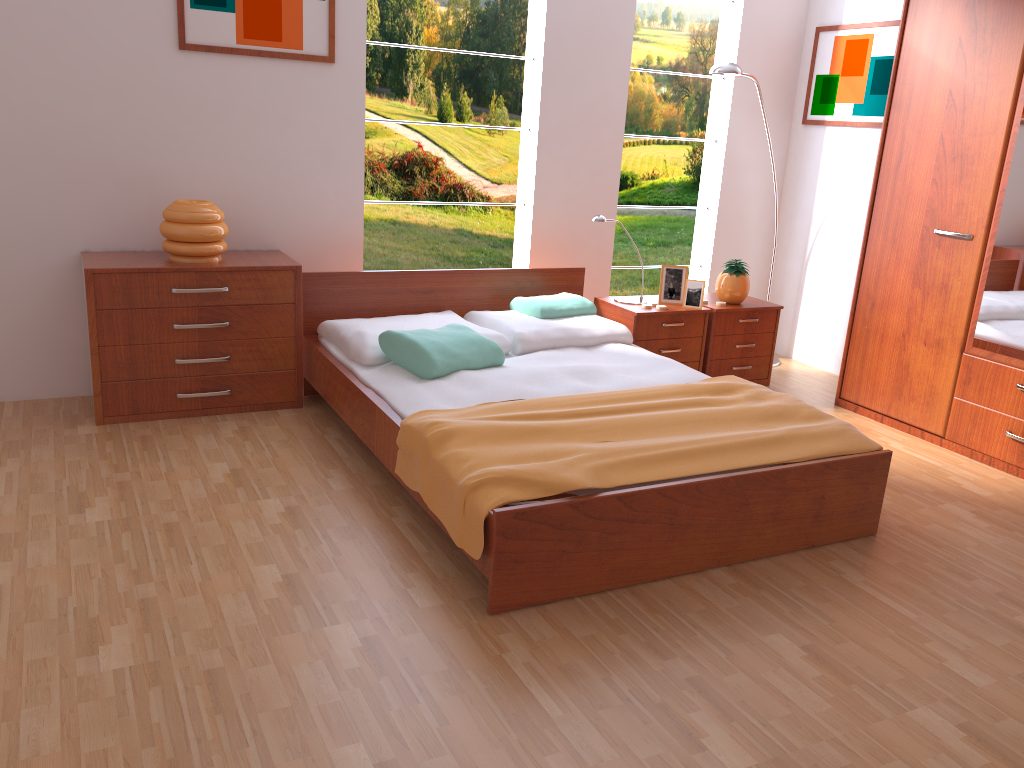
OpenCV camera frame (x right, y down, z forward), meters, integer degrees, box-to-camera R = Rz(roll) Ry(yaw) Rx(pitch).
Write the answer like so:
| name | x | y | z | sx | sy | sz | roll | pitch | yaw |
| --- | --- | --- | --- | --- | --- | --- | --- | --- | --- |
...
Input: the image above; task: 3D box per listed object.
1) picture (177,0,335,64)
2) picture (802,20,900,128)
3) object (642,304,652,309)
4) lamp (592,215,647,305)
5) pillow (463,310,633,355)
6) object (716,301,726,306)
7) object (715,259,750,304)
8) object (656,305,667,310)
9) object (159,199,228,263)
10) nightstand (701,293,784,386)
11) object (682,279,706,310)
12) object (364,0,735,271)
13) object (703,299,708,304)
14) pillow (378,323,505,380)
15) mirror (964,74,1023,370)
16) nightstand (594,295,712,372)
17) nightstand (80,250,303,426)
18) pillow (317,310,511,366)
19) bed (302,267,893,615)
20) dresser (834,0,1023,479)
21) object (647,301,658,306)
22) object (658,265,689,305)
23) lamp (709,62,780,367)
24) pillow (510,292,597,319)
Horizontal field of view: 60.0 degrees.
| name | x | y | z | sx | sy | sz | roll | pitch | yaw |
| --- | --- | --- | --- | --- | --- | --- | --- | --- | --- |
| picture | -1.053 | -1.631 | 3.678 | 0.645 | 0.517 | 0.030 | -5 | 18 | -26 |
| picture | 1.816 | -1.632 | 4.695 | 0.030 | 0.517 | 0.645 | -5 | 18 | -26 |
| object | 0.648 | -0.372 | 4.259 | 0.049 | 0.018 | 0.049 | -10 | 21 | -39 |
| lamp | 0.533 | -0.599 | 4.278 | 0.337 | 0.421 | 0.163 | -10 | 21 | -38 |
| pillow | 0.167 | -0.249 | 4.113 | 0.630 | 0.182 | 0.574 | -5 | 19 | -28 |
| object | 1.047 | -0.401 | 4.442 | 0.049 | 0.018 | 0.049 | -10 | 21 | -39 |
| object | 1.123 | -0.520 | 4.500 | 0.170 | 0.223 | 0.169 | 18 | 22 | 40 |
| object | 0.715 | -0.365 | 4.249 | 0.049 | 0.018 | 0.049 | -10 | 21 | -39 |
| object | -1.297 | -0.625 | 3.620 | 0.264 | 0.244 | 0.264 | 1 | 17 | -10 |
| nightstand | 1.093 | -0.221 | 4.647 | 0.439 | 0.442 | 0.377 | -5 | 18 | -26 |
| object | 0.883 | -0.436 | 4.304 | 0.094 | 0.137 | 0.027 | 9 | 17 | 17 |
| object | 0.275 | -1.474 | 4.530 | 2.205 | 1.815 | 0.033 | -5 | 18 | -26 |
| object | 0.963 | -0.415 | 4.472 | 0.049 | 0.018 | 0.049 | -10 | 21 | -39 |
| pillow | -0.273 | -0.135 | 3.486 | 0.334 | 0.164 | 0.425 | 16 | 21 | 37 |
| mirror | 2.112 | -0.778 | 3.242 | 0.037 | 1.556 | 0.681 | -5 | 18 | -26 |
| nightstand | 0.678 | -0.187 | 4.440 | 0.439 | 0.442 | 0.377 | -5 | 18 | -26 |
| nightstand | -1.337 | -0.215 | 3.737 | 0.815 | 0.626 | 0.428 | -5 | 18 | -26 |
| pillow | -0.432 | -0.193 | 3.792 | 0.682 | 0.157 | 0.574 | -7 | 20 | -32 |
| bed | 0.217 | 0.001 | 3.435 | 1.632 | 0.560 | 1.990 | -5 | 18 | -26 |
| dresser | 2.303 | -0.578 | 3.355 | 0.487 | 2.004 | 2.017 | -5 | 18 | -26 |
| object | 0.684 | -0.389 | 4.323 | 0.049 | 0.018 | 0.049 | -10 | 21 | -39 |
| object | 0.794 | -0.487 | 4.365 | 0.131 | 0.191 | 0.037 | 4 | 16 | 2 |
| lamp | 1.291 | -0.862 | 4.793 | 0.387 | 1.603 | 0.799 | 15 | 20 | 34 |
| pillow | 0.191 | -0.359 | 4.175 | 0.322 | 0.116 | 0.276 | -6 | 19 | -29 |
